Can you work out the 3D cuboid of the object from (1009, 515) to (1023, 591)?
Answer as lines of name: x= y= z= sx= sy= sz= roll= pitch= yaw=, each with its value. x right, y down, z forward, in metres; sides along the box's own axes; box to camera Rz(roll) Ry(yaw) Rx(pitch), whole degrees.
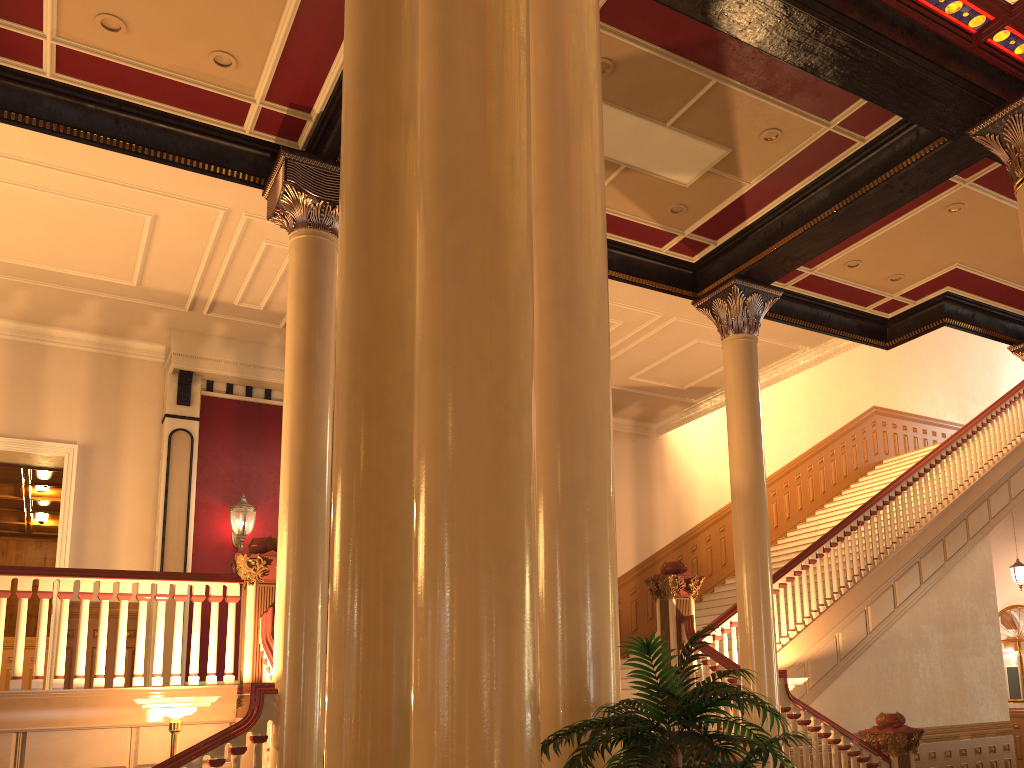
object: x=-1.092 y=0.213 z=5.084 sx=0.655 sy=4.169 sz=31.629 roll=-11 pitch=-20 yaw=41

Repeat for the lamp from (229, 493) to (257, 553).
lamp: x=-3.235 y=1.672 z=10.407 sx=0.331 sy=0.707 sz=0.392 roll=5 pitch=-14 yaw=-28

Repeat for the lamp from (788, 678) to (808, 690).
lamp: x=2.823 y=4.034 z=8.895 sx=0.589 sy=1.949 sz=0.590 roll=1 pitch=-12 yaw=-11

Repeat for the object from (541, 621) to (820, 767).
object: x=0.590 y=1.797 z=2.658 sx=1.134 sy=2.083 sz=1.019 roll=9 pitch=-16 yaw=-40

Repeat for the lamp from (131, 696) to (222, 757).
lamp: x=-2.332 y=3.152 z=5.903 sx=0.568 sy=1.949 sz=0.611 roll=-12 pitch=-15 yaw=41

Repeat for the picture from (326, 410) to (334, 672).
picture: x=-1.683 y=2.093 z=11.451 sx=2.651 sy=3.342 sz=0.054 roll=7 pitch=-13 yaw=-30
